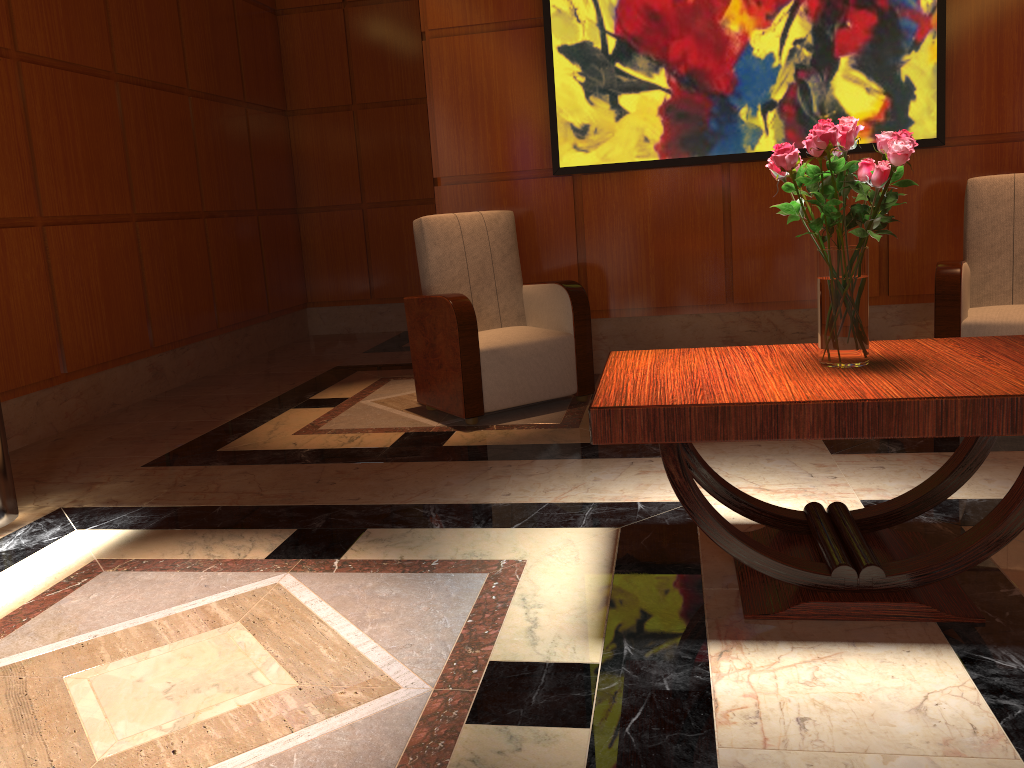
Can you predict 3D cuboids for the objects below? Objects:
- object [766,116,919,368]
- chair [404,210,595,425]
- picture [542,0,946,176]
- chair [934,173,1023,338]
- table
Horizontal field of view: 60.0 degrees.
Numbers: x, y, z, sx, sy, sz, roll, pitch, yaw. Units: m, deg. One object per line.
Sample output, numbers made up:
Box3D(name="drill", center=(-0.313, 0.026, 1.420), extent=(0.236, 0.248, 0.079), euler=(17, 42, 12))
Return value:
Box3D(name="object", center=(0.799, -0.342, 2.153), extent=(0.350, 0.592, 0.329), euler=(2, 11, 30))
Box3D(name="chair", center=(-0.086, -0.373, 4.380), extent=(0.740, 0.955, 0.631), euler=(-10, 11, -30))
Box3D(name="picture", center=(1.148, -2.025, 4.539), extent=(1.996, 1.726, 0.057), euler=(-2, 9, 10))
Box3D(name="chair", center=(2.307, -0.455, 3.943), extent=(0.738, 0.955, 0.632), euler=(2, 11, 29))
Box3D(name="table", center=(0.819, 0.219, 2.216), extent=(1.167, 0.531, 0.730), euler=(-2, 11, 10))
